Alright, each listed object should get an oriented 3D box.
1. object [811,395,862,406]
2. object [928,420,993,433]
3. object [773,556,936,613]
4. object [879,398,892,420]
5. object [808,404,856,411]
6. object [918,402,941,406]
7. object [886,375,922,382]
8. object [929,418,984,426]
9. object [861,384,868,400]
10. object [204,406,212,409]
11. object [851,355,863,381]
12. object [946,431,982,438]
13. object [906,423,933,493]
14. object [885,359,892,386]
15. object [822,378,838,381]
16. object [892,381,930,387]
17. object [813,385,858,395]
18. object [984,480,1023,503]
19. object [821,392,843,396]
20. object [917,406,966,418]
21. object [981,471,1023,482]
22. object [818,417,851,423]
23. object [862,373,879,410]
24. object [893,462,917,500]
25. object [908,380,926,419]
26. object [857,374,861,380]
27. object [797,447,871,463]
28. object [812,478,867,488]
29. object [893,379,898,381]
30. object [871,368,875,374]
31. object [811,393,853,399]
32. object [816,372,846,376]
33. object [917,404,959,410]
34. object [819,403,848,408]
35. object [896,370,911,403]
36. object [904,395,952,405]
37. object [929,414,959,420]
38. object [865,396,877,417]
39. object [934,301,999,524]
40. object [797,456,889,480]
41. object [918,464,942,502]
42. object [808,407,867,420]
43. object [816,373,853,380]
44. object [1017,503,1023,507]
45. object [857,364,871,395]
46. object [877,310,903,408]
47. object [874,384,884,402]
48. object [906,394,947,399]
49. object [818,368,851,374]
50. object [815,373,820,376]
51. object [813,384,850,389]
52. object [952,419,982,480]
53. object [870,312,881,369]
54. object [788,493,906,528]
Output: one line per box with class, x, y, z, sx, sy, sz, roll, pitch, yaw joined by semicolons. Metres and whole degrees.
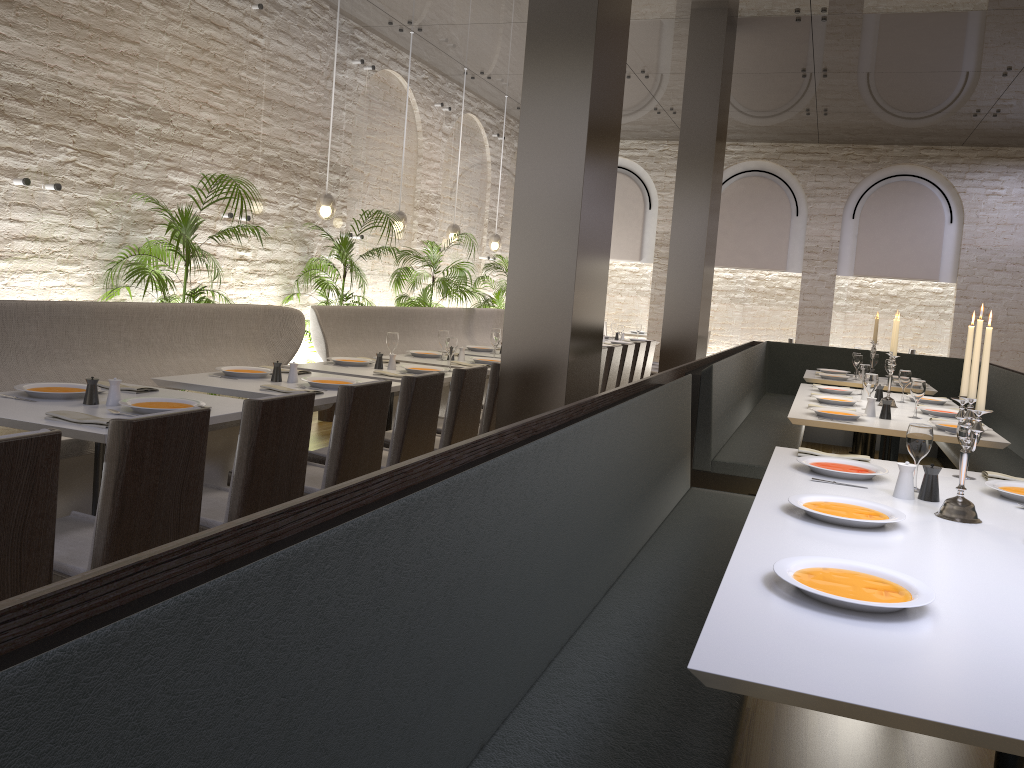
object;2.141;0.113;5.858;0.322;0.036;0.322;9;8;39
object;2.458;0.245;4.867;0.321;0.036;0.323;4;6;-5
object;0.715;0.429;1.868;0.321;0.036;0.323;4;6;-5
object;2.188;0.147;5.181;0.069;0.126;0.069;1;6;-39
object;1.954;0.153;5.413;0.273;0.033;0.143;7;6;19
object;2.956;0.141;6.271;0.181;0.015;0.038;7;6;21
object;3.775;-0.047;8.551;0.321;0.036;0.323;2;7;-22
object;2.599;0.229;5.185;0.273;0.033;0.143;7;6;19
object;2.510;0.055;6.272;0.069;0.126;0.069;6;4;13
object;-1.314;0.088;3.644;0.185;0.010;0.017;7;6;19
object;3.176;-0.151;8.154;0.086;0.230;0.086;2;5;-35
object;2.389;0.266;4.687;0.181;0.015;0.038;7;6;21
object;1.405;0.255;3.070;0.086;0.230;0.086;7;5;31
object;3.320;-0.101;7.798;0.086;0.230;0.086;2;5;-35
object;2.851;-0.036;7.870;0.185;0.010;0.017;7;6;19
object;3.524;0.009;7.848;0.321;0.036;0.323;4;6;-5
object;2.428;0.050;6.658;0.322;0.036;0.322;6;6;15
object;1.815;0.387;3.070;0.322;0.036;0.322;9;8;39
object;2.348;0.075;6.462;0.185;0.010;0.017;7;6;19
object;2.736;0.183;5.645;0.322;0.036;0.322;9;8;39
object;1.953;0.365;3.375;0.273;0.033;0.143;7;6;19
object;1.782;0.200;4.879;0.185;0.010;0.017;7;6;19
object;2.267;0.050;5.610;0.086;0.230;0.086;6;4;19
object;1.300;0.319;2.928;0.069;0.126;0.069;6;4;13
object;2.445;0.092;5.350;0.086;0.230;0.087;2;5;-29
object;3.249;-0.097;8.236;0.068;0.126;0.069;2;5;-29
object;1.307;0.290;3.604;0.273;0.033;0.143;7;6;19
object;1.135;0.343;3.070;0.185;0.010;0.017;7;6;19
object;3.694;-0.013;8.246;0.273;0.033;0.143;7;6;19
object;3.317;-0.086;8.187;0.068;0.126;0.069;2;5;-29
object;2.231;0.092;6.188;0.273;0.033;0.143;7;6;19
object;3.050;-0.090;8.481;0.273;0.033;0.143;7;6;19
object;2.876;0.167;5.960;0.273;0.033;0.143;7;6;19
object;2.059;0.139;5.654;0.185;0.010;0.017;7;6;19
object;2.780;0.018;6.289;0.086;0.230;0.086;7;5;31
object;3.023;0.120;6.446;0.322;0.036;0.322;6;6;15
object;2.666;0.205;5.462;0.181;0.015;0.038;7;6;21
object;2.128;0.134;5.255;0.069;0.126;0.069;8;6;42
object;1.377;0.081;2.664;0.132;0.655;0.390;7;5;30
object;1.220;0.317;3.282;0.322;0.036;0.322;9;8;39
object;1.381;0.325;2.924;0.069;0.126;0.069;6;4;13
object;1.864;0.175;5.079;0.322;0.036;0.322;6;6;17
object;2.929;-0.061;8.061;0.321;0.036;0.323;4;6;-5
object;1.742;0.409;2.879;0.181;0.015;0.038;7;6;21
object;2.637;-0.032;6.645;0.086;0.230;0.086;7;5;31
object;2.536;-0.175;5.906;0.132;0.655;0.390;7;5;30
object;2.586;0.065;6.242;0.069;0.126;0.069;6;4;13
object;3.166;0.103;6.768;0.273;0.033;0.143;7;6;19
object;3.180;-0.117;8.763;0.322;0.036;0.322;6;6;15
object;2.998;-0.078;8.335;0.273;0.033;0.143;7;6;19
object;2.520;0.028;6.997;0.273;0.033;0.143;7;6;19
object;1.747;0.246;3.400;0.086;0.230;0.086;7;5;31
object;3.389;-0.364;8.291;0.132;0.655;0.390;7;5;30
object;0.965;0.373;2.567;0.321;0.036;0.323;4;6;-5
